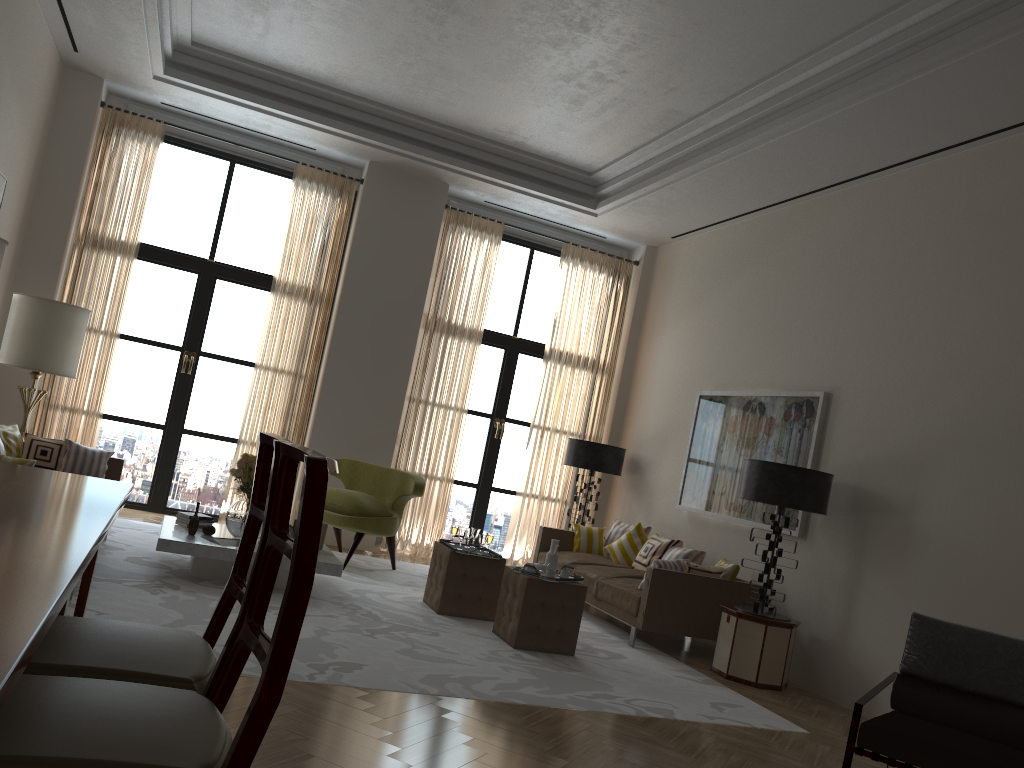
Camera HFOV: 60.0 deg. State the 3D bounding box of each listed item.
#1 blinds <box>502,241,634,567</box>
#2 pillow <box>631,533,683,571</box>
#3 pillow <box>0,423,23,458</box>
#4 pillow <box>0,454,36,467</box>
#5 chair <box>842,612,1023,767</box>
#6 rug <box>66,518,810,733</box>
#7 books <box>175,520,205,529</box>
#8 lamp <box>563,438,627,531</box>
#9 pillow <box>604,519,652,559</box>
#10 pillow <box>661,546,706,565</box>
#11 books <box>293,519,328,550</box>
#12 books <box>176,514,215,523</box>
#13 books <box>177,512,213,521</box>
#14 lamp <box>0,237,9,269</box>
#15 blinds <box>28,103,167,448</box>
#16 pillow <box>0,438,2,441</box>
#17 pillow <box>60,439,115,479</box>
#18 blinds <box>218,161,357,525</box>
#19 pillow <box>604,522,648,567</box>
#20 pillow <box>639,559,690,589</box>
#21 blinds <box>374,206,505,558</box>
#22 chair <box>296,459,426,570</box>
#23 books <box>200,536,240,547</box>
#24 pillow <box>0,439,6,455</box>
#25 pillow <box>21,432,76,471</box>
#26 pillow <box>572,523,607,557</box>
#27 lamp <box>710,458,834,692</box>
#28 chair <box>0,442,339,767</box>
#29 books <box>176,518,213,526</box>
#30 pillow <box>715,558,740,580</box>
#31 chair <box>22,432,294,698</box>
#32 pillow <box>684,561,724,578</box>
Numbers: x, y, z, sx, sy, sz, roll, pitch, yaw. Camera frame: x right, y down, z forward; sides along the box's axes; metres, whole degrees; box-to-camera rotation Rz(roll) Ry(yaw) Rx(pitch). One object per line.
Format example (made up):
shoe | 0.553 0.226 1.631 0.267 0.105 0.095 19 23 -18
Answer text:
blinds | 0.822 0.438 13.024 1.244 4.867 0.418 12 -3 -18
pillow | 1.699 2.048 10.446 0.404 0.546 0.617 12 -4 -16
pillow | -4.700 0.599 8.197 0.296 0.475 0.516 11 -4 2
pillow | -3.536 0.667 6.104 0.483 0.432 0.318 12 -4 -10
chair | 2.493 1.957 4.999 0.875 1.133 1.139 9 -5 35
rug | -1.257 2.036 8.435 5.529 0.065 5.730 13 -5 -19
books | -3.031 1.341 8.451 0.207 0.035 0.281 8 -6 37
lamp | 0.993 1.821 12.332 0.831 2.015 0.830 12 -3 -15
pillow | 1.425 2.047 11.373 0.357 0.575 0.622 14 -5 -41
pillow | 1.871 2.119 10.104 0.372 0.565 0.659 13 -4 -24
books | -1.972 1.458 8.593 0.210 0.264 0.283 9 -5 31
books | -3.022 1.287 8.455 0.229 0.024 0.281 8 -6 35
books | -3.019 1.259 8.447 0.206 0.030 0.261 8 -6 37
lamp | -3.588 0.168 5.106 0.766 2.251 0.770 9 -4 37
blinds | -5.128 -0.938 10.854 0.782 4.879 0.419 12 -3 -17
pillow | -4.419 0.621 7.375 0.372 0.565 0.659 13 -4 -24
pillow | -4.080 0.777 8.479 0.499 0.427 0.326 14 -4 -31
blinds | -2.925 -0.433 11.657 0.875 4.867 0.418 12 -3 -17
pillow | 1.491 2.010 10.974 0.765 0.616 0.357 10 -4 24
pillow | 1.534 1.951 9.000 0.499 0.427 0.326 14 -4 -31
blinds | -0.996 0.016 12.362 0.961 4.867 0.419 12 -3 -18
chair | -1.933 1.525 10.510 1.787 1.211 1.033 8 -5 38
books | -2.565 1.398 7.936 0.383 0.038 0.282 7 -6 43
pillow | -4.223 0.568 7.040 0.404 0.546 0.617 12 -4 -16
pillow | -4.429 0.702 8.390 0.465 0.411 0.303 13 -4 -21
pillow | 0.998 2.025 11.377 0.483 0.432 0.318 12 -4 -10
lamp | 2.423 1.773 8.351 0.831 2.015 0.829 13 -4 -19
chair | -1.000 0.824 2.097 0.879 1.503 0.656 13 -4 -19
books | -3.025 1.311 8.441 0.207 0.024 0.263 8 -6 33
pillow | 2.165 2.074 9.286 0.296 0.475 0.516 11 -4 2
chair | -1.231 0.829 2.702 0.879 1.503 0.656 13 -4 -19
pillow | 1.882 2.032 9.089 0.465 0.411 0.303 13 -4 -21
